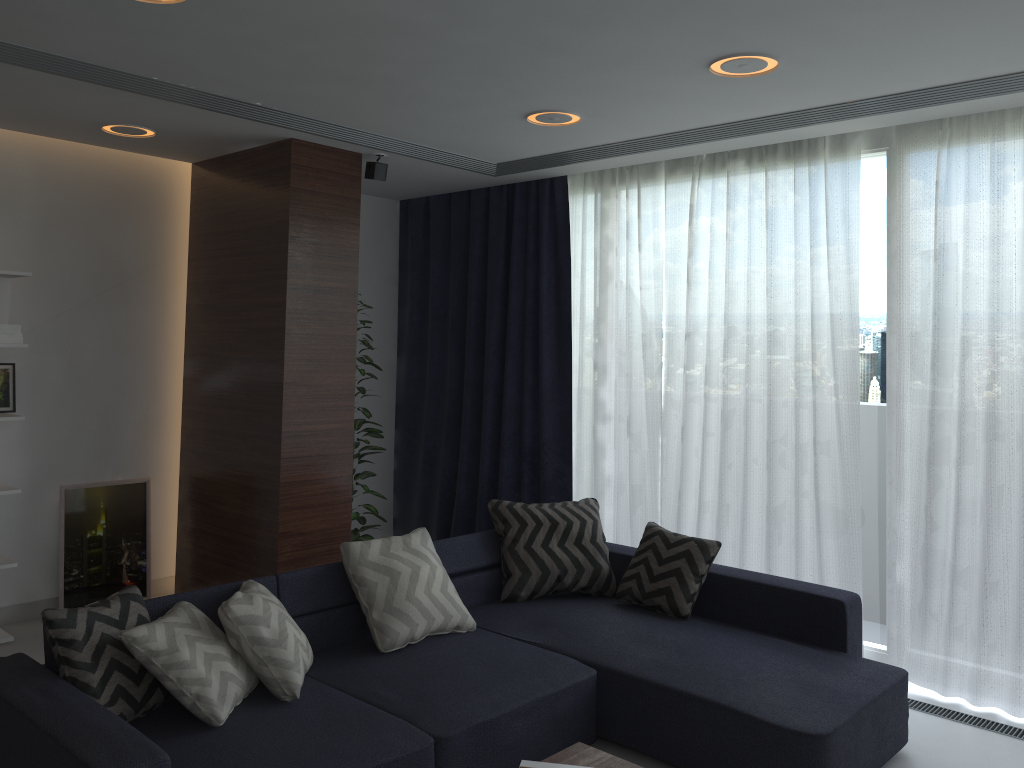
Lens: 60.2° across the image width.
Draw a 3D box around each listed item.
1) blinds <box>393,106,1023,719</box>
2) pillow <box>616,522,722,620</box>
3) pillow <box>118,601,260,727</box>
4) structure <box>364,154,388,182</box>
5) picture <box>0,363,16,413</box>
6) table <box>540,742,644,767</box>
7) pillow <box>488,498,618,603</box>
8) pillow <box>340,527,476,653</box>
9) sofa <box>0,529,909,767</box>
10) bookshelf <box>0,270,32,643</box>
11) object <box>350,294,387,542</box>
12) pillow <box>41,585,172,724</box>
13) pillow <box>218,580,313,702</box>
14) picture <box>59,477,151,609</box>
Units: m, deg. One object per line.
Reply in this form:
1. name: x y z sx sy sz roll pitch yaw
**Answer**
1. blinds: -0.100 0.010 2.191 5.790 2.780 7.138 0 2 -44
2. pillow: 0.709 0.849 4.047 0.285 0.346 0.415 2 0 -43
3. pillow: -1.015 0.888 2.842 0.330 0.295 0.415 1 0 5
4. structure: -0.758 -1.204 4.940 0.084 0.143 0.114 3 -2 -43
5. picture: -2.650 0.021 4.535 0.059 0.257 0.181 -1 -3 42
6. table: 0.217 1.233 2.015 0.806 0.353 0.799 2 2 42
7. pillow: 0.197 0.839 4.301 0.597 0.520 0.355 1 -1 -17
8. pillow: -0.429 0.833 3.616 0.342 0.389 0.494 1 0 42
9. sofa: -0.013 1.060 3.088 1.900 0.610 2.868 3 2 42
10. bookshelf: -2.916 0.356 4.045 0.300 1.826 1.147 -1 -3 42
11. object: -0.992 0.330 5.476 0.503 1.852 0.481 1 -3 11
12. pillow: -1.238 0.851 2.745 0.221 0.387 0.414 1 0 13
13. pillow: -0.843 0.875 3.070 0.280 0.352 0.417 1 0 -5
14. picture: -2.259 0.898 4.927 0.083 0.701 0.499 -1 -3 42
